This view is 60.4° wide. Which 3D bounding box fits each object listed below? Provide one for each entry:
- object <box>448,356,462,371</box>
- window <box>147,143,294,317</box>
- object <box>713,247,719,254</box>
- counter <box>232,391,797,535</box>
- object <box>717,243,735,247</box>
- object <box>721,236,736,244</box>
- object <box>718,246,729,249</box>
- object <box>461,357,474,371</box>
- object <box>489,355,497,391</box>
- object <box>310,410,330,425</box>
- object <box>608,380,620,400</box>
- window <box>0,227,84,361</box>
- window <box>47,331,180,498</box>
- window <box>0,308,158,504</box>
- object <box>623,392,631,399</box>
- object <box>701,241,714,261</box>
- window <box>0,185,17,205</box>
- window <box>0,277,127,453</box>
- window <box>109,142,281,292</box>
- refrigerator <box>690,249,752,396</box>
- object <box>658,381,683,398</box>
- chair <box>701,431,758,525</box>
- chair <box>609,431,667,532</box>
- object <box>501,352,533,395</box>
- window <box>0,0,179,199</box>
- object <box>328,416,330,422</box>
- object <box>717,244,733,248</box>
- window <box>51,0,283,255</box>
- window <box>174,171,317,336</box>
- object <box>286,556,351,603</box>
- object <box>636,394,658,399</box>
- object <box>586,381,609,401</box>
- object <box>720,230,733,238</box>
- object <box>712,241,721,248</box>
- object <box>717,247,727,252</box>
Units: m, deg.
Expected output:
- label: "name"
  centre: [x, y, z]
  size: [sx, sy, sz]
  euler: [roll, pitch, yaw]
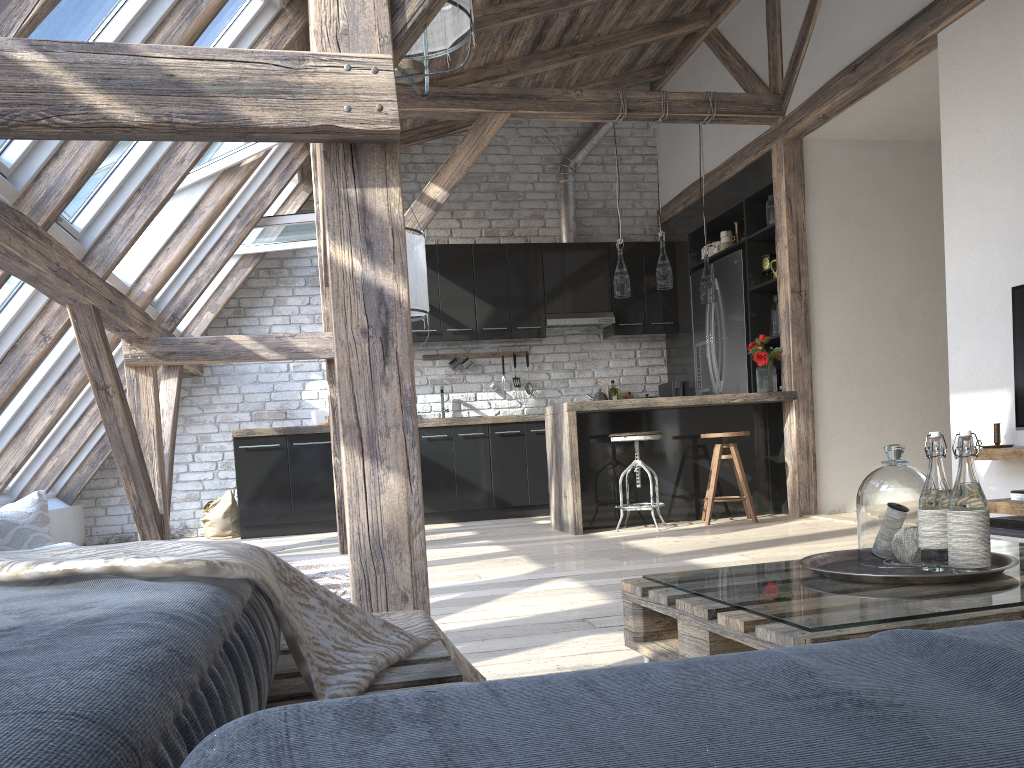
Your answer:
- label: "object"
  centre: [-0.492, -0.180, 7.596]
  size: [0.117, 0.139, 0.093]
  euler: [-3, 1, -10]
- label: "window"
  centre: [-1.908, -1.147, 5.596]
  size: [1.094, 1.281, 0.855]
  euler: [-3, 1, -12]
- label: "object"
  centre: [1.660, -1.054, 7.032]
  size: [0.106, 0.068, 0.094]
  euler: [-5, -2, 40]
- label: "counter"
  centre: [-0.153, 0.650, 6.625]
  size: [3.806, 0.854, 2.246]
  euler: [-3, -3, -12]
- label: "object"
  centre: [1.682, -1.079, 6.884]
  size: [0.149, 0.026, 0.148]
  euler: [-6, -5, 30]
- label: "object"
  centre: [1.685, -1.112, 6.878]
  size: [0.106, 0.068, 0.094]
  euler: [-3, -2, -1]
- label: "object"
  centre: [1.684, -1.056, 6.885]
  size: [0.149, 0.026, 0.148]
  euler: [-6, -5, 30]
- label: "object"
  centre: [-0.384, -0.185, 7.610]
  size: [0.117, 0.139, 0.093]
  euler: [-3, 1, 5]
- label: "object"
  centre: [-0.174, -0.100, 7.670]
  size: [0.071, 0.327, 0.066]
  euler: [-4, 3, -12]
- label: "object"
  centre: [-1.423, 0.272, 7.194]
  size: [0.380, 0.134, 0.592]
  euler: [-2, -4, -23]
- label: "object"
  centre: [0.924, 0.108, 7.892]
  size: [0.089, 0.284, 0.081]
  euler: [-4, 3, -16]
- label: "window"
  centre: [-2.433, -0.064, 3.658]
  size: [1.094, 1.281, 0.855]
  euler: [-3, 1, -12]
- label: "window"
  centre: [-2.998, 0.166, 6.358]
  size: [1.094, 1.281, 0.855]
  euler: [-3, 1, -12]
- label: "window"
  centre: [-2.810, 0.089, 5.458]
  size: [1.094, 1.281, 0.855]
  euler: [-3, 1, -12]
- label: "object"
  centre: [1.040, 0.154, 7.938]
  size: [0.080, 0.184, 0.039]
  euler: [-3, 3, 1]
- label: "object"
  centre: [1.651, -1.091, 7.255]
  size: [0.187, 0.175, 0.207]
  euler: [-4, -1, 29]
- label: "window"
  centre: [-2.245, -0.140, 2.759]
  size: [1.094, 1.281, 0.855]
  euler: [-3, 1, -12]
- label: "window"
  centre: [-2.621, 0.013, 4.558]
  size: [1.094, 1.281, 0.855]
  euler: [-3, 1, -12]
- label: "window"
  centre: [-1.767, -1.221, 4.686]
  size: [1.404, 1.281, 0.855]
  euler: [-3, 1, -12]
- label: "refrigerator"
  centre: [1.991, -0.007, 7.048]
  size: [0.850, 1.928, 0.941]
  euler: [-4, 2, -12]
- label: "object"
  centre: [1.415, 0.103, 7.853]
  size: [0.088, 0.227, 0.352]
  euler: [-4, -2, -12]
- label: "chair"
  centre: [1.432, 0.622, 5.861]
  size: [0.341, 0.597, 0.339]
  euler: [-3, 1, 8]
- label: "chair"
  centre: [0.827, 0.632, 5.745]
  size: [0.354, 0.638, 0.352]
  euler: [-3, 1, 22]
- label: "object"
  centre: [0.042, -0.090, 7.683]
  size: [0.282, 0.383, 0.069]
  euler: [-4, 3, -11]
- label: "window"
  centre: [-1.342, -1.376, 2.897]
  size: [1.094, 1.281, 0.855]
  euler: [-3, 1, -12]
- label: "object"
  centre: [-1.415, 0.267, 7.017]
  size: [0.089, 0.088, 0.086]
  euler: [-3, -1, -35]
- label: "object"
  centre: [1.683, -1.068, 6.884]
  size: [0.149, 0.026, 0.148]
  euler: [-6, -5, 30]
- label: "window"
  centre: [-1.531, -1.300, 3.796]
  size: [1.094, 1.281, 0.855]
  euler: [-3, 1, -12]
- label: "window"
  centre: [-2.157, -1.067, 6.483]
  size: [1.518, 1.281, 0.855]
  euler: [-3, 1, -12]
- label: "object"
  centre: [-1.497, 0.896, 3.466]
  size: [2.184, 0.056, 3.194]
  euler: [-3, -4, -12]
- label: "object"
  centre: [1.208, 0.159, 7.862]
  size: [0.247, 0.141, 0.209]
  euler: [-3, -2, -13]
- label: "object"
  centre: [0.757, 0.088, 7.574]
  size: [0.221, 0.236, 0.222]
  euler: [-3, 0, -22]
- label: "object"
  centre: [1.679, -1.157, 6.871]
  size: [0.094, 0.067, 0.106]
  euler: [-3, -2, -26]
- label: "object"
  centre: [1.651, -1.100, 7.027]
  size: [0.094, 0.067, 0.106]
  euler: [-4, -2, 16]
- label: "object"
  centre: [1.685, -1.044, 6.886]
  size: [0.149, 0.022, 0.148]
  euler: [-4, -4, 15]
